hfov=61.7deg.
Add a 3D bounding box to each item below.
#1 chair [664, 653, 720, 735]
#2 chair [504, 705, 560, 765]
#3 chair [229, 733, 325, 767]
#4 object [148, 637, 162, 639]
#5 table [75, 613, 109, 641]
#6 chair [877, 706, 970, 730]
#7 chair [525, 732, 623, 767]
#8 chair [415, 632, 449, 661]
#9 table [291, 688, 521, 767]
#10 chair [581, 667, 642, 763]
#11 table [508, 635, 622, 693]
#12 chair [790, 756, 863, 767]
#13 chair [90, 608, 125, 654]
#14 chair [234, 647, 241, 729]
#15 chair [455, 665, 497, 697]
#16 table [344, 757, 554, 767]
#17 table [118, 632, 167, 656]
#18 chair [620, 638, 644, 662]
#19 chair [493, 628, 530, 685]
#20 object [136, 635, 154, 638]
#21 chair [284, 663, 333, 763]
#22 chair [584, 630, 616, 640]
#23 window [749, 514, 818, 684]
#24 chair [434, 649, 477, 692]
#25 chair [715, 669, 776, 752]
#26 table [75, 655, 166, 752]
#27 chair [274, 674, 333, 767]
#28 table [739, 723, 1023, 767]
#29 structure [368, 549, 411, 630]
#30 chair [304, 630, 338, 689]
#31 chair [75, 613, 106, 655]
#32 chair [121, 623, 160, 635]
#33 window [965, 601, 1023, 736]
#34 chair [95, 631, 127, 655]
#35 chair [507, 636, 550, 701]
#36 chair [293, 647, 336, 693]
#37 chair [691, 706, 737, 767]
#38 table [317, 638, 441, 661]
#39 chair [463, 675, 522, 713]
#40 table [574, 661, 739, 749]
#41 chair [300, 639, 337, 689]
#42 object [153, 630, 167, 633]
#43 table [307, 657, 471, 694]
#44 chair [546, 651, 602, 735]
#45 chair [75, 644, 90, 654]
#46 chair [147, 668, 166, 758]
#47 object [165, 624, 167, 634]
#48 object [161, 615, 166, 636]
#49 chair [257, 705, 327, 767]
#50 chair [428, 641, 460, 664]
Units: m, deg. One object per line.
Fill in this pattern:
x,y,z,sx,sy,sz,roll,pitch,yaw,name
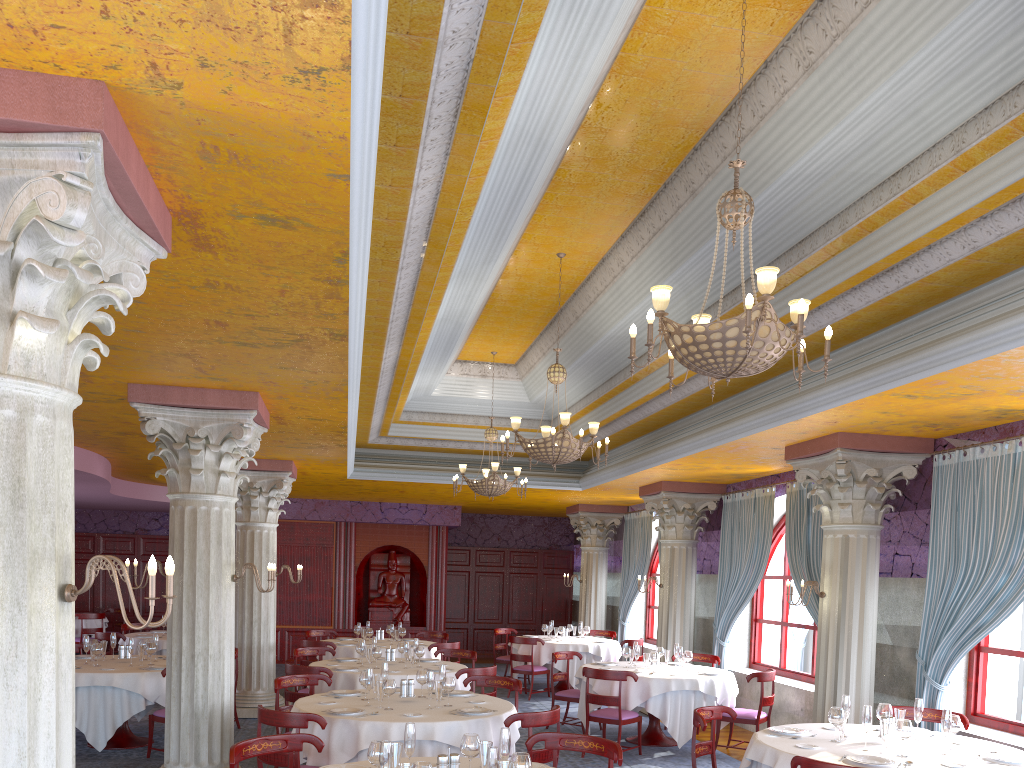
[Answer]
2.576,4.433,12.303,0.746,1.093,0.650,0,-2,34,chair
0.047,3.198,7.075,0.644,1.093,0.754,1,-2,34,chair
-1.373,2.760,5.295,0.644,1.093,0.754,1,-2,34,chair
-5.648,4.016,13.568,0.055,0.019,0.261,-6,-15,37,object
-9.843,5.446,18.407,2.083,0.951,2.129,4,-10,-10,table
3.516,3.388,7.440,0.746,1.093,0.650,0,-2,34,chair
0.327,2.887,5.626,0.746,1.093,0.650,0,-2,34,chair
-1.491,4.908,15.028,0.746,1.093,0.650,0,-2,34,chair
-0.972,3.371,7.764,2.083,0.951,2.129,4,-10,-10,table
1.204,3.942,10.274,0.746,1.093,0.650,0,-2,34,chair
0.978,5.249,15.986,2.083,0.951,2.129,4,-10,-10,table
2.145,2.896,5.411,0.746,1.093,0.650,0,-2,34,chair
-9.153,5.639,19.416,0.746,1.093,0.650,0,-2,34,chair
-3.932,3.974,11.147,0.746,1.093,0.650,0,-2,34,chair
-0.534,3.844,10.076,0.644,1.093,0.754,1,-2,34,chair
-0.363,2.694,4.616,2.083,0.951,2.129,4,-10,-10,table
-5.431,4.680,14.319,2.083,0.951,2.129,4,-10,-10,table
1.997,5.077,15.297,0.644,1.093,0.754,1,-2,34,chair
-0.032,5.316,16.665,0.644,1.093,0.754,1,-2,34,chair
-5.841,4.027,13.655,0.313,0.024,0.319,4,-13,-11,object
-2.234,3.717,9.745,0.746,1.093,0.650,0,-2,34,chair
1.669,5.442,16.995,0.746,1.093,0.650,0,-2,34,chair
4.153,2.783,11.581,0.160,2.534,3.619,1,-7,-11,window
-0.862,4.209,11.774,0.746,1.093,0.650,0,-2,34,chair
2.904,4.068,10.605,0.644,1.093,0.754,1,-2,34,chair
-4.623,3.781,10.137,2.083,0.951,2.129,4,-10,-10,table
-1.982,3.437,8.443,0.644,1.093,0.754,1,-2,34,chair
2.826,3.195,6.431,2.083,0.951,2.129,4,-10,-10,table
-2.797,4.686,19.544,0.966,1.853,0.639,2,1,-11,structure
-3.191,4.782,14.697,0.644,1.093,0.754,1,-2,34,chair
-8.824,5.274,17.718,0.644,1.093,0.754,1,-2,34,chair
-6.441,4.747,14.997,0.644,1.093,0.754,1,-2,34,chair
5.057,1.779,6.911,0.160,2.534,3.619,1,-7,-11,window
-6.112,4.382,13.299,0.746,1.093,0.650,0,-2,34,chair
0.297,4.951,14.966,0.746,1.093,0.650,0,-2,34,chair
-2.562,4.082,11.444,0.644,1.093,0.754,1,-2,34,chair
1.816,3.261,7.110,0.644,1.093,0.754,1,-2,34,chair
-2.182,4.715,14.019,2.083,0.951,2.129,4,-10,-10,table
-0.282,3.564,8.773,0.746,1.093,0.650,0,-2,34,chair
1.885,4.240,11.294,2.083,0.951,2.129,4,-10,-10,table
-2.863,4.417,12.999,0.746,1.093,0.650,0,-2,34,chair
-6.052,4.255,14.717,0.313,0.024,0.319,4,-13,-11,object
-1.553,4.016,10.765,2.083,0.951,2.129,4,-10,-10,table
0.876,4.307,11.973,0.644,1.093,0.754,1,-2,34,chair
-5.632,3.848,10.816,0.644,1.093,0.754,1,-2,34,chair
-3.604,3.609,9.448,0.644,1.093,0.754,1,-2,34,chair
-5.797,4.072,14.388,0.122,0.265,0.122,2,0,3,object
-5.709,3.963,14.043,0.073,0.336,0.073,3,2,25,object
-1.653,3.072,6.744,0.746,1.093,0.650,0,-2,34,chair
-1.163,4.543,13.330,0.644,1.093,0.754,1,-2,34,chair
